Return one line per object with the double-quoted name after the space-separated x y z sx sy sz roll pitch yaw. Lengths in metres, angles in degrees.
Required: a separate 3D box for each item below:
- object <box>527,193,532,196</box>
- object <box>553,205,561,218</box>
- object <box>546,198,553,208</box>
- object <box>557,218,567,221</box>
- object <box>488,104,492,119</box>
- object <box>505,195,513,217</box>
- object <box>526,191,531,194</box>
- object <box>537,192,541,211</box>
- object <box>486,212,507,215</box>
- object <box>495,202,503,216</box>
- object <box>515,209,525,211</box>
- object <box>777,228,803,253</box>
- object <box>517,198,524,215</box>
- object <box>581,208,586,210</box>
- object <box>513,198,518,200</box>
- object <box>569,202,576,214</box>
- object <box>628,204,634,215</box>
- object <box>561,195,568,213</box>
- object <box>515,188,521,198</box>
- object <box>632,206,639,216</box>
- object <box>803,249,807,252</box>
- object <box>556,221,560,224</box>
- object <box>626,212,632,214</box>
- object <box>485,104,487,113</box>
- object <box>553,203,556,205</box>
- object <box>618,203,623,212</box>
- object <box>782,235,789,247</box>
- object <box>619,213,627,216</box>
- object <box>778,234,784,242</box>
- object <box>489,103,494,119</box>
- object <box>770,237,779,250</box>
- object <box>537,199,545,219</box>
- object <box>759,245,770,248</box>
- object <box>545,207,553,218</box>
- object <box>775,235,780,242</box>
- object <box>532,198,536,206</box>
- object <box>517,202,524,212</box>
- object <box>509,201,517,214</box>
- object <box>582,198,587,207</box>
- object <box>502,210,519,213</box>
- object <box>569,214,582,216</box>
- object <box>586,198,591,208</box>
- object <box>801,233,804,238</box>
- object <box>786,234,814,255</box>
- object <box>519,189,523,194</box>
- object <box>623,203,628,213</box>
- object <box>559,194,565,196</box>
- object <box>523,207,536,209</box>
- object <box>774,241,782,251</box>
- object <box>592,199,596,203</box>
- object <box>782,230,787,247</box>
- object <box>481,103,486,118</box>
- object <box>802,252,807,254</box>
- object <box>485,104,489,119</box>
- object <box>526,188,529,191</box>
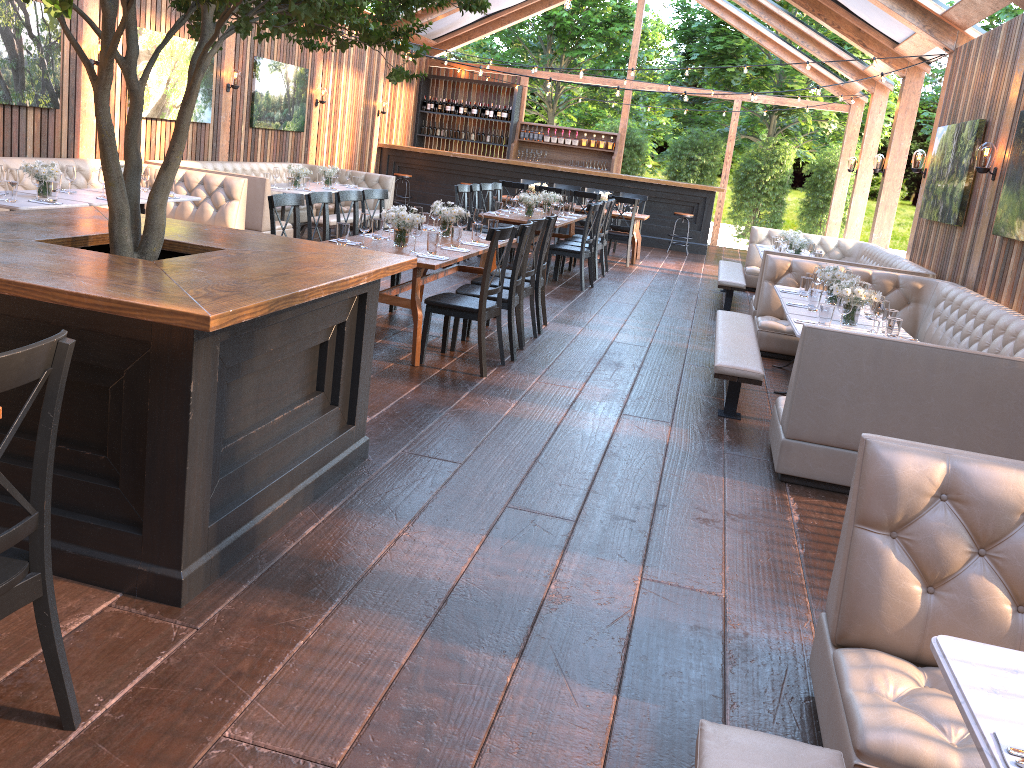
0.218 -2.391 11.682 0.092 0.241 0.093 -1 15 -35 "object"
0.569 -2.199 11.309 0.092 0.156 0.092 17 16 37 "object"
0.475 -2.241 11.256 0.092 0.241 0.093 -1 15 -35 "object"
0.571 -2.087 11.160 0.255 0.018 0.159 10 15 12 "object"
-0.463 -5.914 19.217 0.078 0.308 0.079 9 12 7 "object"
-0.038 -2.138 10.624 0.092 0.241 0.093 0 14 -30 "object"
0.248 -2.984 14.046 0.092 0.156 0.092 17 16 37 "object"
0.379 -2.524 12.248 0.092 0.241 0.093 -1 15 -35 "object"
-0.180 -2.074 10.749 0.255 0.018 0.159 10 15 12 "object"
-0.160 -2.095 10.573 0.092 0.156 0.093 -4 17 -41 "object"
0.080 -2.332 11.825 0.255 0.018 0.159 10 15 12 "object"
3.550 -1.819 11.238 0.328 0.305 0.341 4 14 -14 "object"
0.118 -2.270 11.185 0.092 0.241 0.093 -1 15 -35 "object"
1.157 -2.740 13.840 0.158 0.018 0.258 10 15 11 "object"
0.093 -2.935 14.058 0.158 0.018 0.258 10 15 11 "object"
0.840 -2.453 12.364 0.092 0.156 0.092 17 16 37 "object"
1.861 -2.759 13.814 0.092 0.241 0.093 -1 15 -35 "object"
0.725 -2.499 12.319 0.092 0.241 0.093 -1 15 -35 "object"
0.095 -3.167 14.649 0.092 0.156 0.092 17 16 37 "object"
1.906 -2.679 13.703 0.092 0.156 0.092 17 16 37 "object"
3.865 -1.818 11.670 0.092 0.156 0.093 7 12 -2 "object"
0.447 -1.949 10.584 0.255 0.018 0.159 10 15 12 "object"
1.922 -2.776 14.334 0.158 0.018 0.258 10 15 11 "object"
-0.564 -5.945 19.283 0.136 0.312 0.138 1 14 -26 "object"
0.646 -2.833 13.943 0.158 0.018 0.258 10 15 11 "object"
1.752 -2.864 14.313 0.092 0.156 0.092 17 16 37 "object"
3.330 -1.691 10.786 0.092 0.241 0.093 -1 15 -35 "object"
1.724 -2.636 13.725 0.158 0.018 0.258 10 15 11 "object"
3.501 -1.864 11.506 0.092 0.241 0.093 -1 15 -35 "object"
-0.444 -5.895 19.116 0.087 0.330 0.089 6 12 -8 "object"
3.396 -1.824 11.469 0.092 0.156 0.093 7 12 -2 "object"
0.348 -2.101 10.672 0.092 0.241 0.093 0 14 -30 "object"
3.377 -1.802 11.646 0.255 0.018 0.159 10 15 12 "object"
0.447 -2.064 10.742 0.092 0.156 0.093 0 15 -31 "object"
3.555 -1.899 11.822 0.092 0.156 0.093 7 12 -2 "object"
0.285 -2.477 12.193 0.092 0.156 0.092 17 16 37 "object"
0.111 -2.347 11.631 0.092 0.156 0.092 17 16 37 "object"
0.008 -2.225 11.132 0.092 0.156 0.092 17 16 37 "object"
1.182 -2.963 14.411 0.092 0.156 0.092 17 16 37 "object"
-0.025 -2.208 11.316 0.255 0.018 0.159 10 15 12 "object"
0.833 -2.344 12.226 0.255 0.018 0.159 10 15 12 "object"
1.236 -2.975 14.317 0.092 0.241 0.093 -1 15 -35 "object"
3.771 -1.860 11.617 0.092 0.241 0.093 -1 15 -35 "object"
3.352 -1.596 10.320 0.332 0.305 0.338 16 16 33 "object"
0.159 -3.172 14.535 0.092 0.241 0.093 -1 15 -35 "object"
1.818 -2.867 14.194 0.092 0.241 0.093 -1 15 -35 "object"
0.793 -2.952 14.023 0.092 0.241 0.093 -1 15 -35 "object"
0.250 -2.462 12.386 0.255 0.018 0.159 10 15 12 "object"
3.225 -1.651 10.749 0.092 0.156 0.093 7 12 -2 "object"
1.293 -2.864 13.934 0.092 0.241 0.093 -1 15 -35 "object"
3.603 -1.908 11.716 0.092 0.241 0.093 -1 15 -35 "object"
-0.613 -5.926 19.165 0.081 0.320 0.082 5 12 -10 "object"
3.867 -1.706 11.521 0.255 0.018 0.159 10 15 12 "object"
-0.530 -5.895 19.126 0.077 0.303 0.077 14 13 27 "object"
0.225 -3.059 14.151 0.092 0.241 0.093 -1 15 -35 "object"
